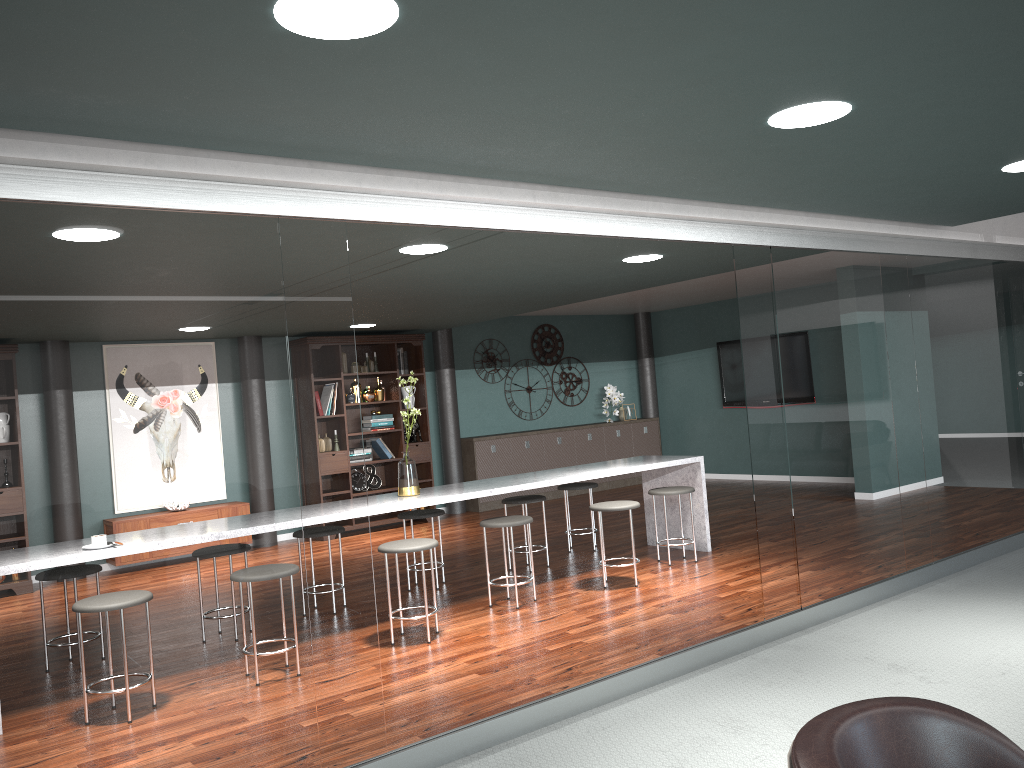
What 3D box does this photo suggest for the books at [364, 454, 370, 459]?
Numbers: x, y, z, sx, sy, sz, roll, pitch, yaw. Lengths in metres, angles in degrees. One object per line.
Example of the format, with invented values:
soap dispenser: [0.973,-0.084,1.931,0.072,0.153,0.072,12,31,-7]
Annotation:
books: [-1.602,0.749,9.022,0.248,0.042,0.194,-4,-1,-37]

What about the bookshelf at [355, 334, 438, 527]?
bookshelf: [-1.514,0.507,9.152,1.339,1.984,0.482,-4,-1,-37]

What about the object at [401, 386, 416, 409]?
object: [-1.154,0.138,9.467,0.268,0.262,0.137,-5,-1,2]

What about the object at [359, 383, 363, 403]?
object: [-1.600,0.072,9.096,0.114,0.251,0.114,-4,-1,-11]

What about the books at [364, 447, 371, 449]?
books: [-1.599,0.661,9.031,0.268,0.016,0.205,-4,-1,-37]

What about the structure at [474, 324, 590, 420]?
structure: [0.280,-0.150,10.895,1.791,1.178,0.017,-4,-1,-37]

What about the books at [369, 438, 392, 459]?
books: [-1.372,0.671,9.206,0.176,0.227,0.194,-4,-1,-37]

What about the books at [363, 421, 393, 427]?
books: [-1.395,0.419,9.236,0.248,0.042,0.194,-4,-1,-37]

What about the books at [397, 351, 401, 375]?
books: [-1.244,-0.212,9.386,0.042,0.248,0.194,-4,-1,-37]

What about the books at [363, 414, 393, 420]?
books: [-1.399,0.345,9.238,0.248,0.042,0.194,-4,-1,-37]

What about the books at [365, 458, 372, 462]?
books: [-1.597,0.784,9.024,0.286,0.027,0.184,-4,-1,-37]

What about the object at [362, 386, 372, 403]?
object: [-1.500,0.106,9.197,0.099,0.169,0.099,-5,-1,27]

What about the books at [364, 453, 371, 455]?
books: [-1.604,0.719,9.022,0.268,0.016,0.205,-4,-1,-37]

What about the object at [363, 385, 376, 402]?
object: [-1.459,0.098,9.075,0.144,0.175,0.073,-4,-1,-35]

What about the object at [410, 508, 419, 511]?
object: [-1.044,1.280,9.298,0.144,0.175,0.073,-4,-1,-35]

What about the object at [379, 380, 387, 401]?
object: [-1.370,0.071,9.321,0.092,0.222,0.092,-5,-1,-3]

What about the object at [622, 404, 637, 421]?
object: [1.510,0.363,11.428,0.174,0.207,0.042,-4,-1,-18]

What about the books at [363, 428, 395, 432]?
books: [-1.391,0.476,9.235,0.268,0.016,0.205,-4,-1,-37]

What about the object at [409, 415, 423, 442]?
object: [-1.053,0.476,9.459,0.116,0.286,0.215,-4,-1,-42]

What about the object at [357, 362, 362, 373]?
object: [-1.606,-0.166,9.093,0.096,0.126,0.106,-5,-1,13]

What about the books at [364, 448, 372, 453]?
books: [-1.588,0.689,9.037,0.248,0.042,0.194,-4,-1,-37]

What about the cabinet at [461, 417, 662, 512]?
cabinet: [-3.045,1.201,8.037,12.287,0.820,0.402,-4,-1,-37]

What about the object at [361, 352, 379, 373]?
object: [-1.504,-0.221,9.187,0.196,0.221,0.184,-4,-1,-37]

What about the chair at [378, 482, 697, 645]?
chair: [-0.575,1.117,5.411,4.029,0.512,1.479,-4,-1,-38]

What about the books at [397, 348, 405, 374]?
books: [-1.204,-0.235,9.419,0.027,0.286,0.184,-4,-1,-37]

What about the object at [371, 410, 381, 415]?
object: [-1.419,0.299,9.220,0.104,0.052,0.100,-4,-1,-33]

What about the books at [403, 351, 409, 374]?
books: [-1.173,-0.217,9.440,0.042,0.248,0.194,-4,-1,-37]

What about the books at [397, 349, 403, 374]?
books: [-1.221,-0.225,9.404,0.016,0.268,0.205,-4,-1,-37]

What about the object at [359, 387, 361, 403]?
object: [-1.558,0.098,8.995,0.040,0.191,0.040,-4,-1,-28]

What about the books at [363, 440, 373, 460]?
books: [-1.507,0.686,9.187,0.063,0.214,0.139,-4,-1,-37]

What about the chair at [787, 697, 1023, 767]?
chair: [0.634,0.828,1.071,0.535,0.761,0.518,-4,-1,-31]

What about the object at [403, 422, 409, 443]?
object: [-1.135,0.513,9.376,0.077,0.228,0.077,-5,-1,36]

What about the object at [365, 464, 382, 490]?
object: [-1.472,0.961,9.189,0.233,0.268,0.051,-4,-1,-37]

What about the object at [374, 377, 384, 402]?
object: [-1.382,0.053,9.196,0.108,0.256,0.108,-5,-1,-3]

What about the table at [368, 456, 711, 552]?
table: [-0.571,1.021,5.347,4.577,0.699,0.609,-4,-1,-37]

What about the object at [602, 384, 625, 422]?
object: [1.311,0.237,11.382,0.221,0.495,0.600,-5,-1,27]

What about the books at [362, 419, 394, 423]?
books: [-1.398,0.389,9.236,0.268,0.016,0.205,-4,-1,-37]

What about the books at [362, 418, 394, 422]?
books: [-1.398,0.373,9.230,0.268,0.016,0.205,-4,-1,-37]

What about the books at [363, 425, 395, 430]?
books: [-1.391,0.454,9.237,0.286,0.027,0.184,-4,-1,-37]

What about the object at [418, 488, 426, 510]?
object: [-0.967,1.234,9.420,0.108,0.256,0.108,-5,-1,-3]

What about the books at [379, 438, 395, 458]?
books: [-1.345,0.668,9.227,0.166,0.228,0.205,-4,-1,-37]
